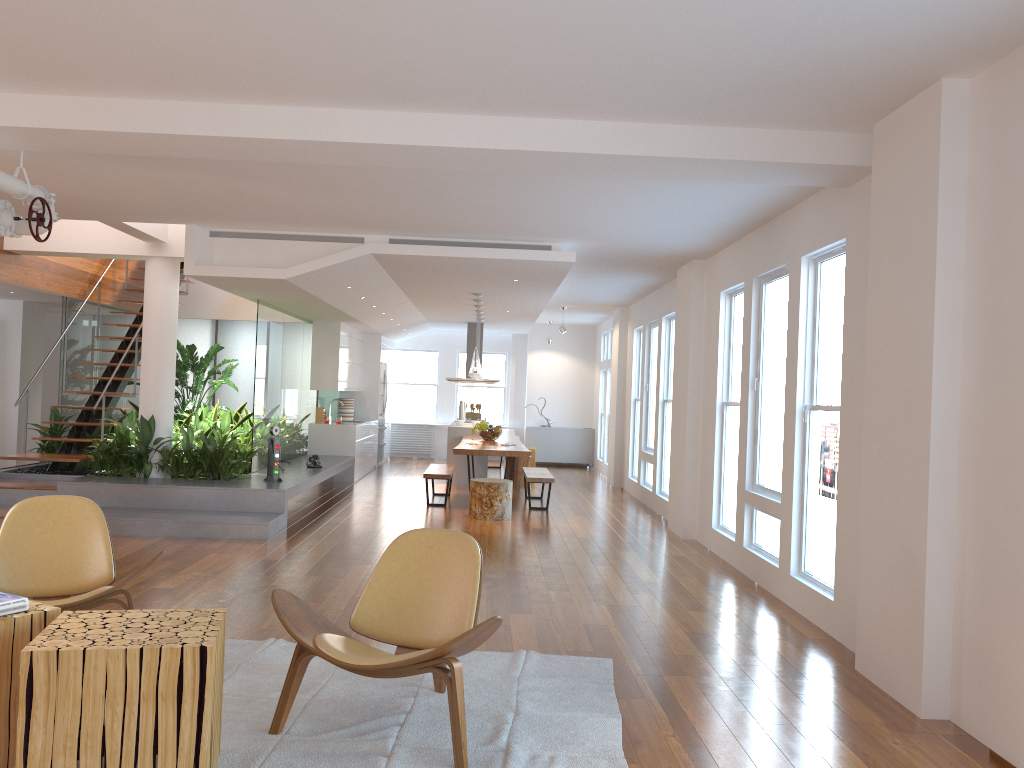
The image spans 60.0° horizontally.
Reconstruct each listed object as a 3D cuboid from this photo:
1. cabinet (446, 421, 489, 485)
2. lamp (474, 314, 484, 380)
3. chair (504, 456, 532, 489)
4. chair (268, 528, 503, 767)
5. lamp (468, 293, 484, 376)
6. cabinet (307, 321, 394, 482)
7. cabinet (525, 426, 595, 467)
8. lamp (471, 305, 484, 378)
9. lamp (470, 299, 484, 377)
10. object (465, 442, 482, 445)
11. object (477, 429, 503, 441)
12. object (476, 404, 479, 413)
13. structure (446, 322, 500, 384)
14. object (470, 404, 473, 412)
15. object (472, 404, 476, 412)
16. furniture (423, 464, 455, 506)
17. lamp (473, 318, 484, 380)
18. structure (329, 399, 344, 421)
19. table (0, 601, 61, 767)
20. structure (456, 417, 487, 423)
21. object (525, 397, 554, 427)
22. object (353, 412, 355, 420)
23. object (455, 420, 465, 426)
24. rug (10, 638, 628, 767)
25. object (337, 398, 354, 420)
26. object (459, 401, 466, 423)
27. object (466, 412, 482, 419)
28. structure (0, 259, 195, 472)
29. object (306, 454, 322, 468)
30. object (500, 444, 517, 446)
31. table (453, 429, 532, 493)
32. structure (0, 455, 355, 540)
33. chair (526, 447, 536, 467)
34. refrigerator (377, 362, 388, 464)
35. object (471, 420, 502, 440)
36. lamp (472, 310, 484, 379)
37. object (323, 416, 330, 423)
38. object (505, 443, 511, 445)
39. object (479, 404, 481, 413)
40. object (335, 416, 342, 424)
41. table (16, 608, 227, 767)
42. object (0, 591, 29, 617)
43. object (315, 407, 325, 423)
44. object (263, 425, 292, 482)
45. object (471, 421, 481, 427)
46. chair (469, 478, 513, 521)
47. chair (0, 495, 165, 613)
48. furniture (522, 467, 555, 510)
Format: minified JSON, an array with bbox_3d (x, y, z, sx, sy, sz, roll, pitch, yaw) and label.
[{"bbox_3d":[-0.684,1.056,14.292,0.597,0.832,2.936,2,-1,-2],"label":"cabinet"},{"bbox_3d":[-0.502,-0.597,13.509,0.160,1.060,0.160,2,-1,25],"label":"lamp"},{"bbox_3d":[0.079,1.263,12.786,0.396,0.455,0.402,2,-1,-12],"label":"chair"},{"bbox_3d":[-0.409,1.006,3.455,0.867,0.752,0.856,3,-1,-41],"label":"chair"},{"bbox_3d":[-0.423,-0.625,10.618,0.160,1.060,0.160,2,-1,25],"label":"lamp"},{"bbox_3d":[-2.592,0.279,14.839,0.676,2.280,4.565,2,-1,-2],"label":"cabinet"},{"bbox_3d":[0.902,1.193,16.987,1.309,0.725,0.420,2,-1,-2],"label":"cabinet"},{"bbox_3d":[-0.462,-0.611,12.064,0.160,1.060,0.160,2,-1,25],"label":"lamp"},{"bbox_3d":[-0.443,-0.618,11.341,0.160,1.060,0.160,2,-1,25],"label":"lamp"},{"bbox_3d":[-0.470,0.732,10.913,0.222,0.020,0.222,2,-1,39],"label":"object"},{"bbox_3d":[-0.297,0.686,11.893,0.360,0.159,0.360,3,-1,-38],"label":"object"},{"bbox_3d":[-0.612,0.500,15.658,0.068,0.298,0.039,2,-1,-2],"label":"object"},{"bbox_3d":[-0.636,-0.715,15.204,0.909,1.405,0.900,2,-1,-2],"label":"structure"},{"bbox_3d":[-0.711,0.496,15.673,0.061,0.299,0.040,2,-1,-4],"label":"object"},{"bbox_3d":[-0.676,0.497,15.654,0.057,0.299,0.019,2,-1,-2],"label":"object"},{"bbox_3d":[-0.885,1.236,10.883,0.316,0.389,1.433,2,-1,-2],"label":"furniture"},{"bbox_3d":[-0.522,-0.590,14.232,0.160,1.060,0.160,2,-1,25],"label":"lamp"},{"bbox_3d":[-2.745,0.499,13.828,0.248,0.536,0.115,2,-1,-1],"label":"structure"},{"bbox_3d":[-1.975,1.051,3.074,0.548,0.534,0.489,2,-1,29],"label":"table"},{"bbox_3d":[-0.690,0.615,15.217,0.520,0.073,0.650,2,-1,-2],"label":"structure"},{"bbox_3d":[0.545,0.533,16.940,0.590,0.563,0.210,3,-1,-30],"label":"object"},{"bbox_3d":[-2.747,0.496,14.769,0.265,0.196,0.284,2,-1,41],"label":"object"},{"bbox_3d":[-0.790,0.585,13.338,0.152,0.082,0.152,2,-1,38],"label":"object"},{"bbox_3d":[-1.327,1.298,2.917,3.525,0.057,3.478,2,-1,3],"label":"rug"},{"bbox_3d":[-2.700,0.411,14.385,0.267,0.356,0.266,2,-1,24],"label":"object"},{"bbox_3d":[-0.815,0.463,14.756,0.172,0.356,0.120,3,-1,-43],"label":"object"},{"bbox_3d":[-0.714,0.574,15.662,0.353,0.157,0.084,2,-1,-2],"label":"object"},{"bbox_3d":[-3.861,-0.950,11.060,2.552,4.265,4.591,2,-1,-2],"label":"structure"},{"bbox_3d":[-2.373,0.920,10.596,0.216,0.155,0.181,3,-1,-37],"label":"object"},{"bbox_3d":[-0.047,0.748,10.877,0.222,0.020,0.222,2,-1,-10],"label":"object"},{"bbox_3d":[-0.314,1.119,12.905,0.893,0.704,5.996,2,-1,-2],"label":"table"},{"bbox_3d":[-3.712,1.136,10.381,3.088,0.386,5.584,2,-1,-2],"label":"structure"},{"bbox_3d":[0.225,1.299,15.006,0.344,0.430,0.549,2,-1,2],"label":"chair"},{"bbox_3d":[-2.566,0.504,15.581,0.725,1.772,0.908,2,-1,-2],"label":"refrigerator"},{"bbox_3d":[-0.320,0.622,11.908,0.394,0.284,0.292,3,-1,-37],"label":"object"},{"bbox_3d":[-0.482,-0.604,12.787,0.160,1.060,0.160,2,-1,25],"label":"lamp"},{"bbox_3d":[-2.681,0.514,12.813,0.094,0.106,0.094,2,-1,4],"label":"object"},{"bbox_3d":[-0.047,0.742,10.877,0.079,0.030,0.070,2,-1,42],"label":"object"},{"bbox_3d":[-0.576,0.502,15.677,0.057,0.294,0.030,2,-1,-2],"label":"object"},{"bbox_3d":[-2.499,0.521,12.772,0.094,0.106,0.094,2,-1,4],"label":"object"},{"bbox_3d":[-1.267,1.076,2.945,0.548,0.534,0.489,2,-1,-13],"label":"table"},{"bbox_3d":[-1.886,0.762,3.015,0.279,0.048,0.334,2,-1,29],"label":"object"},{"bbox_3d":[-2.828,0.457,13.081,0.104,0.222,0.200,2,-1,-1],"label":"object"},{"bbox_3d":[-2.335,0.702,8.882,0.318,0.565,0.134,2,-1,35],"label":"object"},{"bbox_3d":[-0.538,0.594,13.221,0.152,0.082,0.152,3,-1,-41],"label":"object"},{"bbox_3d":[-0.230,1.238,9.562,0.460,0.400,0.460,2,-1,8],"label":"chair"},{"bbox_3d":[-2.078,0.949,4.127,0.856,0.752,0.867,2,-1,4],"label":"chair"},{"bbox_3d":[0.306,1.282,10.915,0.316,0.389,1.433,2,-1,-2],"label":"furniture"}]
